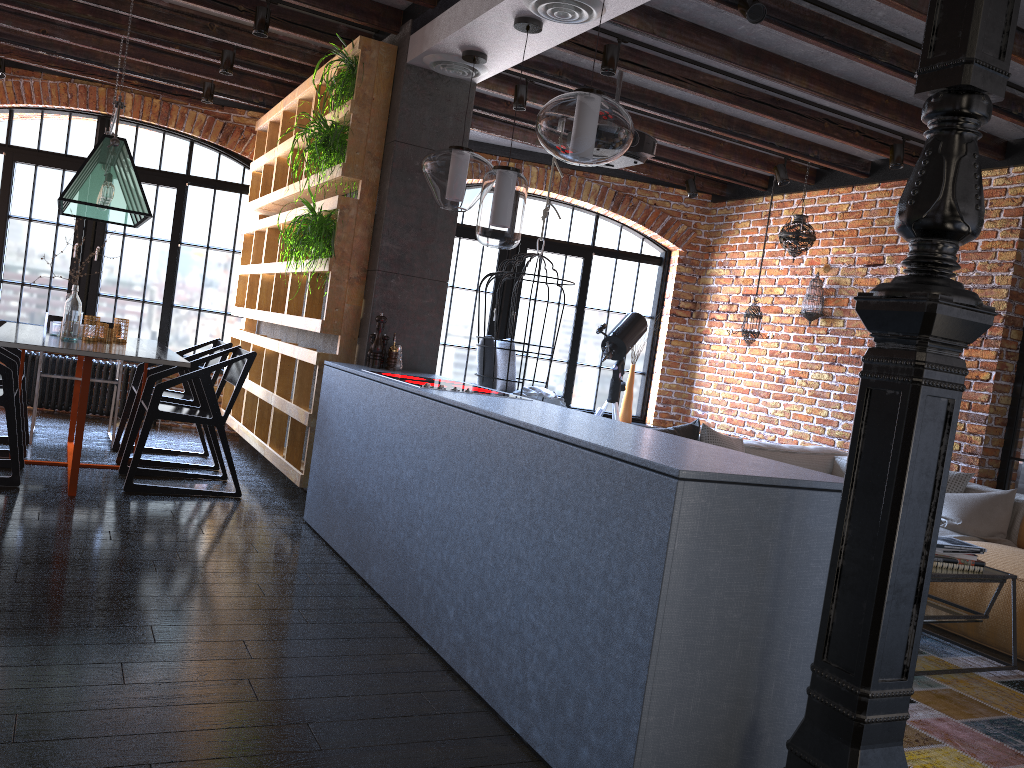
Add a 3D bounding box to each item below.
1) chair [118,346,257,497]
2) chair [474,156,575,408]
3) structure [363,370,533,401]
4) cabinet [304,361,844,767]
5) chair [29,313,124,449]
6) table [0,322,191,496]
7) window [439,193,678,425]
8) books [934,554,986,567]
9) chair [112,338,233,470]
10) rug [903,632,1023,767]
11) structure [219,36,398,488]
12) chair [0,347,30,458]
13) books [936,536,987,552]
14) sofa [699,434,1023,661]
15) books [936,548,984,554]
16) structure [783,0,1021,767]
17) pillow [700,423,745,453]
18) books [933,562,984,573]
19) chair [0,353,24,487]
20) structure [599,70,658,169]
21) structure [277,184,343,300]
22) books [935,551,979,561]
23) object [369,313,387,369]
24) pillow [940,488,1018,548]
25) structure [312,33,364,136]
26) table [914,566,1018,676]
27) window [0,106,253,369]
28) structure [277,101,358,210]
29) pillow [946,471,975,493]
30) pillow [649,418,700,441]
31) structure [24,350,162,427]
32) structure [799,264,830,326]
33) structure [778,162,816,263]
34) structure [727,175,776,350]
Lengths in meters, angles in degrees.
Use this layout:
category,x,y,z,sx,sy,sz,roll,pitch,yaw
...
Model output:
category,x,y,z,sx,sy,sz,roll,pitch,yaw
chair,-1.826,0.170,4.998,0.611,0.818,0.495,7,3,-27
chair,0.129,-0.825,6.357,0.682,2.221,0.802,9,3,18
structure,-0.307,0.012,3.898,0.504,0.057,0.763,7,3,-27
cabinet,-0.092,0.483,3.388,0.607,0.844,2.958,7,3,-27
chair,-2.922,-0.032,5.985,0.495,0.818,0.610,7,3,-27
table,-2.489,0.111,5.108,0.905,0.737,1.886,7,3,-27
window,-0.053,-0.782,7.981,3.293,2.233,0.177,8,3,-10
books,1.816,0.723,3.741,0.251,0.023,0.209,8,2,-8
chair,-2.181,0.088,5.703,0.611,0.818,0.495,7,3,-27
rug,1.484,1.126,3.478,1.432,0.013,2.363,7,3,-27
structure,-1.497,-0.762,5.945,0.206,2.382,2.827,7,3,-27
chair,-3.140,-0.030,5.206,0.611,0.818,0.495,7,3,-27
books,1.822,0.668,3.742,0.268,0.014,0.196,8,3,-16
sofa,1.865,0.819,4.409,2.537,0.698,3.298,7,3,-28
books,1.820,0.683,3.742,0.268,0.014,0.196,7,3,-28
structure,3.592,0.175,4.748,0.481,2.394,8.516,11,4,44
pillow,1.279,0.448,5.375,0.544,0.402,0.250,6,4,-45
books,1.811,0.745,3.742,0.247,0.024,0.209,8,2,-8
chair,-2.785,0.052,4.501,0.611,0.818,0.495,7,3,-27
structure,0.594,-1.665,5.010,0.409,0.816,0.463,7,3,-27
structure,-1.047,-0.739,4.833,0.422,0.620,0.570,8,3,-8
books,1.817,0.700,3.764,0.239,0.023,0.190,9,2,7
object,-0.679,-0.220,4.506,0.061,0.283,0.061,8,3,-13
pillow,2.484,0.687,4.835,0.485,0.314,0.358,9,3,16
structure,-0.806,-1.559,4.833,0.571,0.620,0.422,6,3,-38
table,1.577,0.911,3.873,0.842,0.389,0.848,7,3,-27
window,-3.426,-1.241,7.214,3.145,2.233,0.177,8,3,-10
structure,-1.000,-1.214,4.761,0.422,0.620,0.571,10,3,32
pillow,2.383,0.628,5.191,0.293,0.354,0.495,6,3,-42
pillow,0.972,0.396,5.242,0.539,0.417,0.238,6,3,-38
structure,-3.337,0.040,7.026,1.115,0.476,0.106,8,3,-10
structure,2.263,-0.671,6.629,0.169,0.482,0.169,7,3,-27
structure,2.115,-1.273,6.477,0.265,0.779,0.273,9,3,12
structure,1.945,-0.978,6.889,0.389,1.437,0.338,7,3,-27
